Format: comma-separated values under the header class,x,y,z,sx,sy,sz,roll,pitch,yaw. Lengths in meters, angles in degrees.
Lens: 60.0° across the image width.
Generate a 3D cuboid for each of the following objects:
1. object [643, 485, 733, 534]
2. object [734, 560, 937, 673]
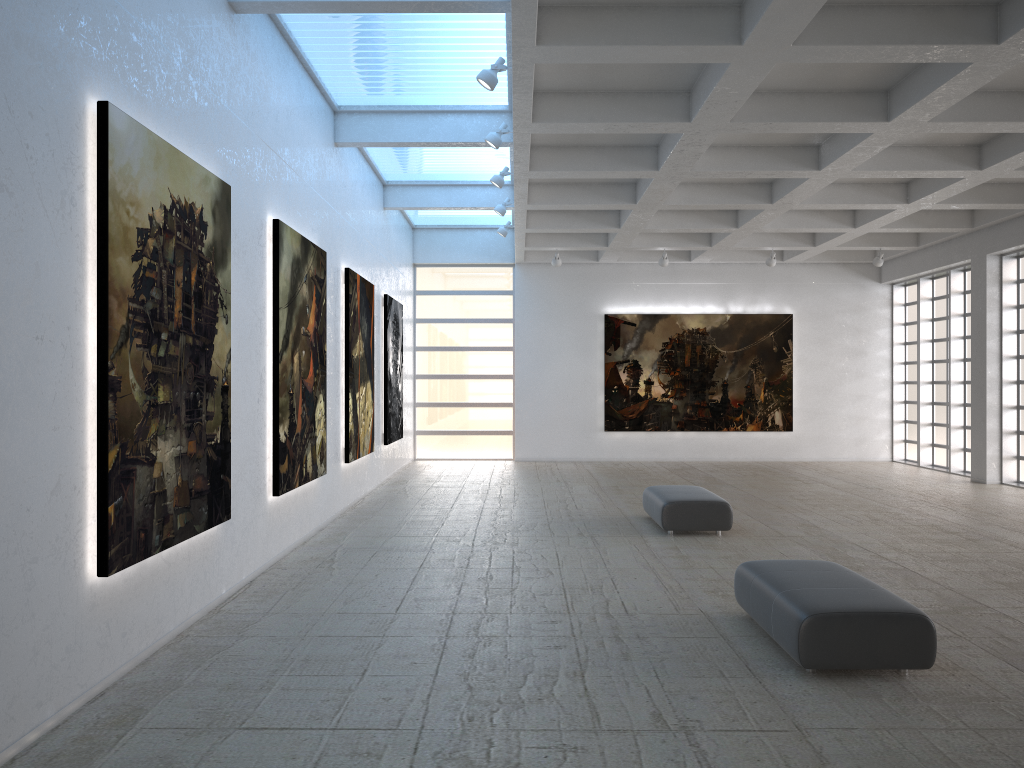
class,x,y,z,sx,sy,sz,roll,pitch,yaw
object,4.104,2.952,21.080,1.616,0.828,3.044,0,0,0
object,4.047,2.952,11.560,1.616,0.828,3.044,0,0,0
